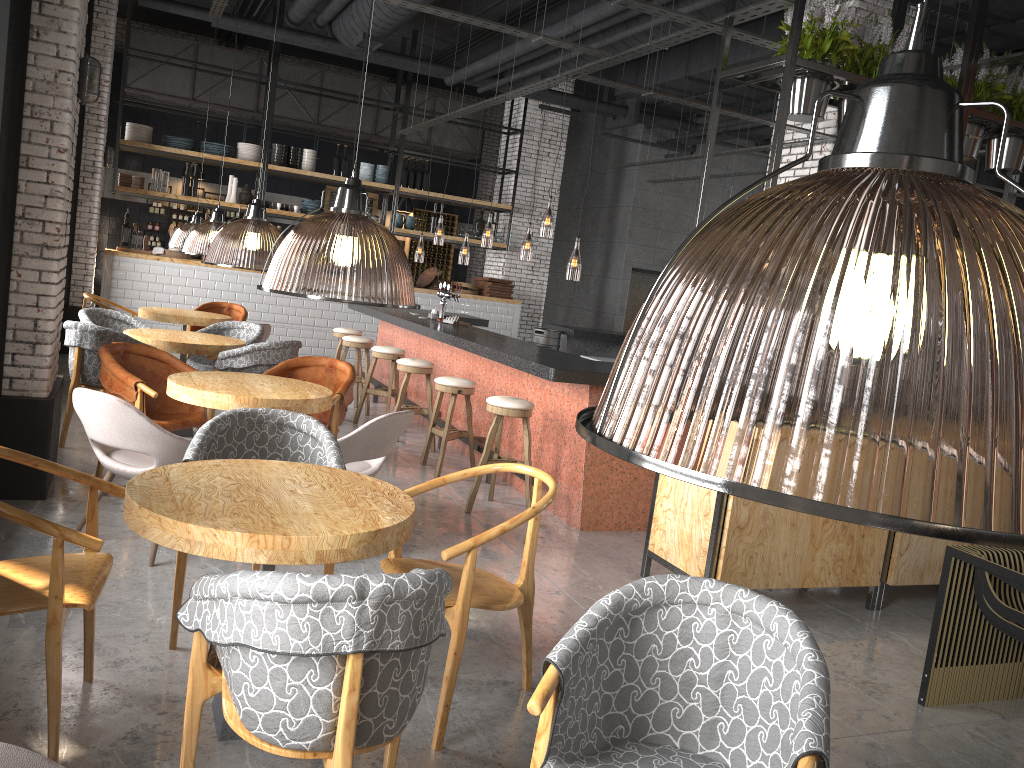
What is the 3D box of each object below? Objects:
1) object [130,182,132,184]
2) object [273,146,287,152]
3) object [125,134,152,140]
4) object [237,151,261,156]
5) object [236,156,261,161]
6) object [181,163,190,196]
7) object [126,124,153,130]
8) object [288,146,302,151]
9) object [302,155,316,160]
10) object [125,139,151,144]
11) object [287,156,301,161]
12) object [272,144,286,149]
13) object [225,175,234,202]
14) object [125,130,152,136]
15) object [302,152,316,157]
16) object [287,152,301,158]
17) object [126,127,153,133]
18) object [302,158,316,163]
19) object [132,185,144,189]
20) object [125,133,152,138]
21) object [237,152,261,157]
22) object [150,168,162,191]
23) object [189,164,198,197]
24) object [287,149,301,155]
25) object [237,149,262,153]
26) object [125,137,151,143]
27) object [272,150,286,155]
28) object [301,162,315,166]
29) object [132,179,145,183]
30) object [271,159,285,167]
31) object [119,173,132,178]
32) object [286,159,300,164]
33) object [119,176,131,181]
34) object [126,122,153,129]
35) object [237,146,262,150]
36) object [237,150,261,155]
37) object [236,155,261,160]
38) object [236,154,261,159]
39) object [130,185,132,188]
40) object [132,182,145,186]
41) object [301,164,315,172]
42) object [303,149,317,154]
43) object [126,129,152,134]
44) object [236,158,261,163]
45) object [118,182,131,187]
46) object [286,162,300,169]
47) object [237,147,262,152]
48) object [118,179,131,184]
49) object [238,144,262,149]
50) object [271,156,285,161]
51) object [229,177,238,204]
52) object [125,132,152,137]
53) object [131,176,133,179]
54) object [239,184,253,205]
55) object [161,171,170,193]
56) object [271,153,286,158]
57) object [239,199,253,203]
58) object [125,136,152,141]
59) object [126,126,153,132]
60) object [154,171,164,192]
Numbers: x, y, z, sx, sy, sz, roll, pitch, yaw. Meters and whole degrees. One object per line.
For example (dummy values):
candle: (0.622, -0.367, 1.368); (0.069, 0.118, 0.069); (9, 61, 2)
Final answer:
object: (-5.224, -2.720, 11.998); (0.157, 0.053, 0.168); (5, 7, -24)
object: (-3.306, -3.304, 12.598); (0.196, 0.106, 0.197); (8, 6, 4)
object: (-4.998, -3.289, 11.862); (0.335, 0.044, 0.335); (12, 8, 32)
object: (-3.692, -3.222, 12.440); (0.335, 0.040, 0.335); (10, 7, 20)
object: (-3.702, -3.146, 12.449); (0.334, 0.045, 0.335); (1, 9, -43)
object: (-4.519, -2.830, 12.305); (0.098, 0.470, 0.098); (13, 8, 43)
object: (-4.980, -3.419, 11.850); (0.334, 0.041, 0.335); (4, 8, -28)
object: (-3.114, -3.333, 12.682); (0.197, 0.102, 0.196); (13, 9, 41)
object: (-2.933, -3.230, 12.778); (0.196, 0.103, 0.197); (7, 6, -8)
object: (-5.005, -3.231, 11.867); (0.335, 0.033, 0.335); (9, 7, 14)
object: (-3.127, -3.202, 12.690); (0.197, 0.106, 0.196); (12, 8, 37)
object: (-3.309, -3.349, 12.594); (0.196, 0.105, 0.197); (7, 6, -3)
object: (-3.962, -2.738, 12.483); (0.126, 0.393, 0.127); (9, 6, 16)
object: (-4.991, -3.343, 11.857); (0.335, 0.043, 0.335); (9, 7, 15)
object: (-2.924, -3.273, 12.771); (0.196, 0.100, 0.197); (4, 7, -28)
object: (-3.125, -3.245, 12.687); (0.196, 0.102, 0.197); (6, 7, -14)
object: (-4.984, -3.380, 11.853); (0.335, 0.034, 0.334); (14, 9, 41)
object: (-2.934, -3.186, 12.778); (0.196, 0.104, 0.197); (9, 7, 11)
object: (-5.049, -2.648, 11.966); (0.157, 0.053, 0.168); (5, 7, -19)
object: (-4.995, -3.308, 11.859); (0.335, 0.042, 0.335); (11, 7, 26)
object: (-3.695, -3.203, 12.443); (0.335, 0.039, 0.335); (12, 8, 32)
object: (-4.836, -2.769, 12.079); (0.126, 0.313, 0.179); (8, 6, 8)
object: (-4.421, -2.822, 12.349); (0.098, 0.470, 0.098); (13, 8, 43)
object: (-3.118, -3.289, 12.683); (0.196, 0.102, 0.197); (4, 7, -31)
object: (-3.688, -3.257, 12.437); (0.334, 0.042, 0.335); (2, 9, -40)
object: (-5.003, -3.251, 11.866); (0.335, 0.042, 0.335); (9, 7, 14)
object: (-3.317, -3.261, 12.603); (0.197, 0.100, 0.196); (12, 8, 31)
object: (-2.942, -3.142, 12.782); (0.197, 0.104, 0.196); (13, 9, 41)
object: (-5.039, -2.727, 11.958); (0.157, 0.053, 0.168); (5, 7, -19)
object: (-3.336, -3.130, 12.617); (0.196, 0.102, 0.197); (6, 7, -12)
object: (-5.127, -2.757, 11.753); (0.157, 0.053, 0.168); (5, 7, -24)
object: (-3.137, -3.158, 12.699); (0.196, 0.101, 0.197); (7, 6, -5)
object: (-5.132, -2.716, 11.757); (0.157, 0.053, 0.168); (5, 7, -24)
object: (-4.976, -3.438, 11.847); (0.334, 0.039, 0.335); (3, 8, -33)
object: (-3.683, -3.295, 12.434); (0.335, 0.044, 0.335); (12, 8, 36)
object: (-3.690, -3.237, 12.439); (0.334, 0.039, 0.335); (6, 7, -16)
object: (-3.699, -3.164, 12.446); (0.335, 0.037, 0.335); (12, 8, 32)
object: (-3.697, -3.184, 12.444); (0.335, 0.040, 0.335); (11, 8, 29)
object: (-5.230, -2.676, 12.002); (0.157, 0.053, 0.168); (5, 7, -24)
object: (-5.043, -2.692, 11.962); (0.157, 0.053, 0.168); (5, 7, -19)
object: (-2.945, -3.098, 12.786); (0.197, 0.105, 0.196); (14, 9, 43)
object: (-2.919, -3.318, 12.770); (0.197, 0.103, 0.196); (14, 9, 43)
object: (-4.986, -3.361, 11.855); (0.334, 0.038, 0.335); (7, 7, -4)
object: (-3.704, -3.126, 12.450); (0.335, 0.033, 0.335); (9, 7, 14)
object: (-5.143, -2.636, 11.764); (0.157, 0.053, 0.168); (5, 7, -24)
object: (-3.144, -3.115, 12.704); (0.196, 0.104, 0.197); (9, 7, 12)
object: (-3.685, -3.276, 12.436); (0.335, 0.041, 0.335); (12, 8, 35)
object: (-5.137, -2.681, 11.760); (0.157, 0.053, 0.168); (5, 7, -24)
object: (-3.680, -3.314, 12.431); (0.335, 0.039, 0.334); (13, 9, 40)
object: (-3.331, -3.174, 12.611); (0.197, 0.104, 0.196); (11, 7, 29)
object: (-3.872, -2.695, 12.362); (0.132, 0.359, 0.127); (8, 6, 1)
object: (-4.992, -3.327, 11.858); (0.334, 0.038, 0.335); (8, 7, 1)
object: (-5.213, -2.797, 11.990); (0.157, 0.053, 0.168); (5, 7, -24)
object: (-3.732, -2.661, 12.443); (0.196, 0.305, 0.196); (9, 6, 13)
object: (-4.698, -2.724, 11.986); (0.118, 0.293, 0.169); (6, 6, -19)
object: (-3.324, -3.217, 12.608); (0.196, 0.102, 0.197); (8, 6, 5)
object: (-3.789, -2.643, 12.643); (0.203, 0.212, 0.203); (9, 6, 13)
object: (-5.000, -3.269, 11.863); (0.334, 0.039, 0.335); (3, 8, -37)
object: (-4.982, -3.400, 11.850); (0.334, 0.040, 0.335); (3, 8, -34)
object: (-4.718, -2.702, 11.863); (0.106, 0.264, 0.152); (8, 6, 3)
